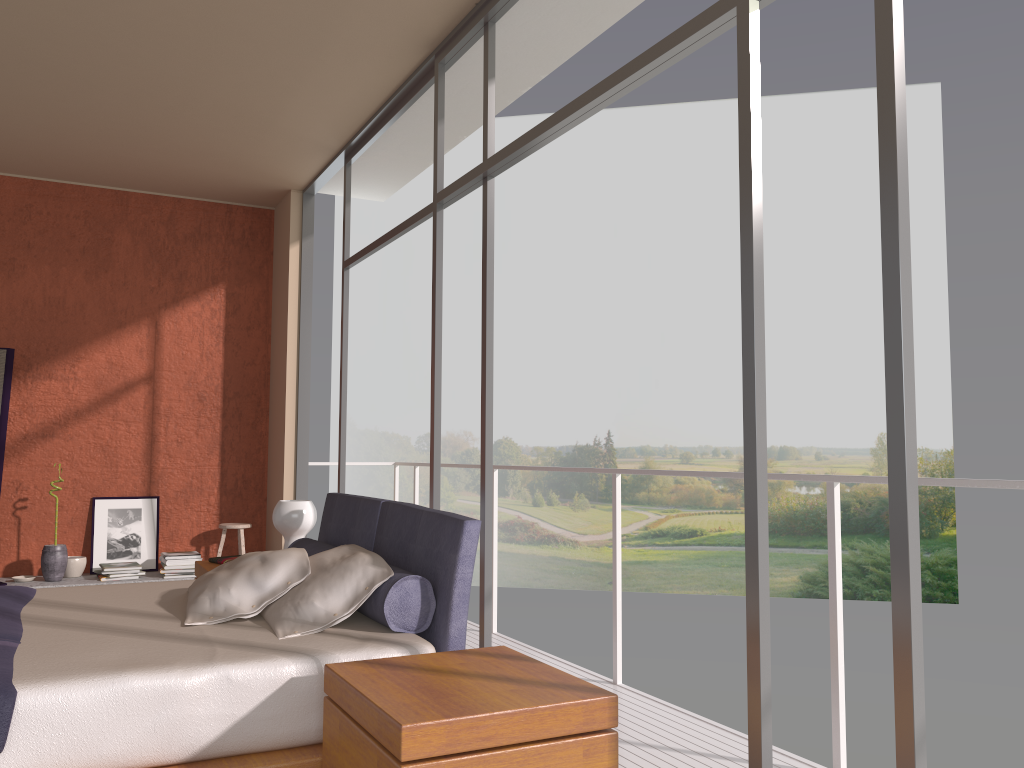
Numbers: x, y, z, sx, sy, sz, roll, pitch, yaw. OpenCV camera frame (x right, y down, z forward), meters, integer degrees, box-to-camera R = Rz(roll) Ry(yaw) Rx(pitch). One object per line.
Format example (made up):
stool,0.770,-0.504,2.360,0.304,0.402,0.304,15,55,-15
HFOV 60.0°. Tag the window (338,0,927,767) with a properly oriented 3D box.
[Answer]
window,0.247,-0.166,3.147,0.075,3.133,6.106,3,-5,-27

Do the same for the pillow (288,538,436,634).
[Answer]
pillow,-0.653,0.773,3.547,0.205,0.201,1.470,3,-5,-27

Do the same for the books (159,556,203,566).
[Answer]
books,-2.397,1.273,6.418,0.247,0.038,0.319,3,-5,-30

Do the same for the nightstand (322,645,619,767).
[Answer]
nightstand,-0.133,1.048,2.301,0.562,0.556,0.628,3,-5,-27

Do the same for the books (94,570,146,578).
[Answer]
books,-2.770,1.331,6.263,0.247,0.018,0.328,4,-6,-42

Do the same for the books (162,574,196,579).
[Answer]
books,-2.398,1.372,6.410,0.247,0.018,0.328,2,-5,-25

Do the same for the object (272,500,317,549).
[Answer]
object,-1.124,0.773,4.583,0.224,0.338,0.224,2,-5,-15

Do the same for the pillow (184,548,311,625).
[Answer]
pillow,-1.035,0.763,3.448,0.431,0.264,0.869,2,-5,-19

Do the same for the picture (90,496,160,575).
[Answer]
picture,-2.854,1.111,6.550,0.458,0.550,0.117,3,-5,-27

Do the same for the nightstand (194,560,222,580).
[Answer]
nightstand,-1.332,1.228,4.646,0.562,0.556,0.628,3,-5,-27

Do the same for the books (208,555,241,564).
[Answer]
books,-1.437,0.943,4.741,0.287,0.025,0.247,-4,-6,44

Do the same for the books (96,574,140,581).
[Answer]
books,-2.778,1.353,6.248,0.247,0.025,0.287,3,-5,-30

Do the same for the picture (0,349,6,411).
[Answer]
picture,-3.908,0.488,5.650,1.129,1.496,0.126,3,-5,-27

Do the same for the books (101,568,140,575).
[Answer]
books,-2.760,1.308,6.254,0.247,0.025,0.287,2,-5,-25

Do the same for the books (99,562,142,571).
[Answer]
books,-2.763,1.288,6.259,0.247,0.018,0.328,3,-5,-30

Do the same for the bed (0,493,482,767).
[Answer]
bed,-1.579,0.910,3.078,2.462,0.959,2.017,3,-5,-27

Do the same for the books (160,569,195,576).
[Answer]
books,-2.400,1.355,6.417,0.247,0.018,0.287,3,-5,-27

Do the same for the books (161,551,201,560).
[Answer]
books,-2.400,1.242,6.426,0.247,0.025,0.287,3,-5,-27

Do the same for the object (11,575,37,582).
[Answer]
object,-3.329,1.336,6.046,0.152,0.040,0.152,0,-5,8

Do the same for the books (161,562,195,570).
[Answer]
books,-2.397,1.306,6.415,0.247,0.027,0.328,2,-5,-25

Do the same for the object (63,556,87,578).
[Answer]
object,-3.117,1.299,6.286,0.179,0.137,0.180,1,-5,-14

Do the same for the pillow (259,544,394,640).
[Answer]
pillow,-0.708,0.737,3.215,0.400,0.265,0.791,2,-5,-24

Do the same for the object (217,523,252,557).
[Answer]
object,-2.093,1.238,6.733,0.260,0.349,0.257,-3,-5,32

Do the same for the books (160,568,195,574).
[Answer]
books,-2.392,1.332,6.395,0.247,0.025,0.287,2,-5,-16

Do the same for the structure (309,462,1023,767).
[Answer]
structure,0.512,0.844,3.423,0.728,1.005,7.689,3,-5,-27

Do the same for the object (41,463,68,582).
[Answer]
object,-3.141,0.948,6.109,0.165,0.810,0.165,1,-5,-4
